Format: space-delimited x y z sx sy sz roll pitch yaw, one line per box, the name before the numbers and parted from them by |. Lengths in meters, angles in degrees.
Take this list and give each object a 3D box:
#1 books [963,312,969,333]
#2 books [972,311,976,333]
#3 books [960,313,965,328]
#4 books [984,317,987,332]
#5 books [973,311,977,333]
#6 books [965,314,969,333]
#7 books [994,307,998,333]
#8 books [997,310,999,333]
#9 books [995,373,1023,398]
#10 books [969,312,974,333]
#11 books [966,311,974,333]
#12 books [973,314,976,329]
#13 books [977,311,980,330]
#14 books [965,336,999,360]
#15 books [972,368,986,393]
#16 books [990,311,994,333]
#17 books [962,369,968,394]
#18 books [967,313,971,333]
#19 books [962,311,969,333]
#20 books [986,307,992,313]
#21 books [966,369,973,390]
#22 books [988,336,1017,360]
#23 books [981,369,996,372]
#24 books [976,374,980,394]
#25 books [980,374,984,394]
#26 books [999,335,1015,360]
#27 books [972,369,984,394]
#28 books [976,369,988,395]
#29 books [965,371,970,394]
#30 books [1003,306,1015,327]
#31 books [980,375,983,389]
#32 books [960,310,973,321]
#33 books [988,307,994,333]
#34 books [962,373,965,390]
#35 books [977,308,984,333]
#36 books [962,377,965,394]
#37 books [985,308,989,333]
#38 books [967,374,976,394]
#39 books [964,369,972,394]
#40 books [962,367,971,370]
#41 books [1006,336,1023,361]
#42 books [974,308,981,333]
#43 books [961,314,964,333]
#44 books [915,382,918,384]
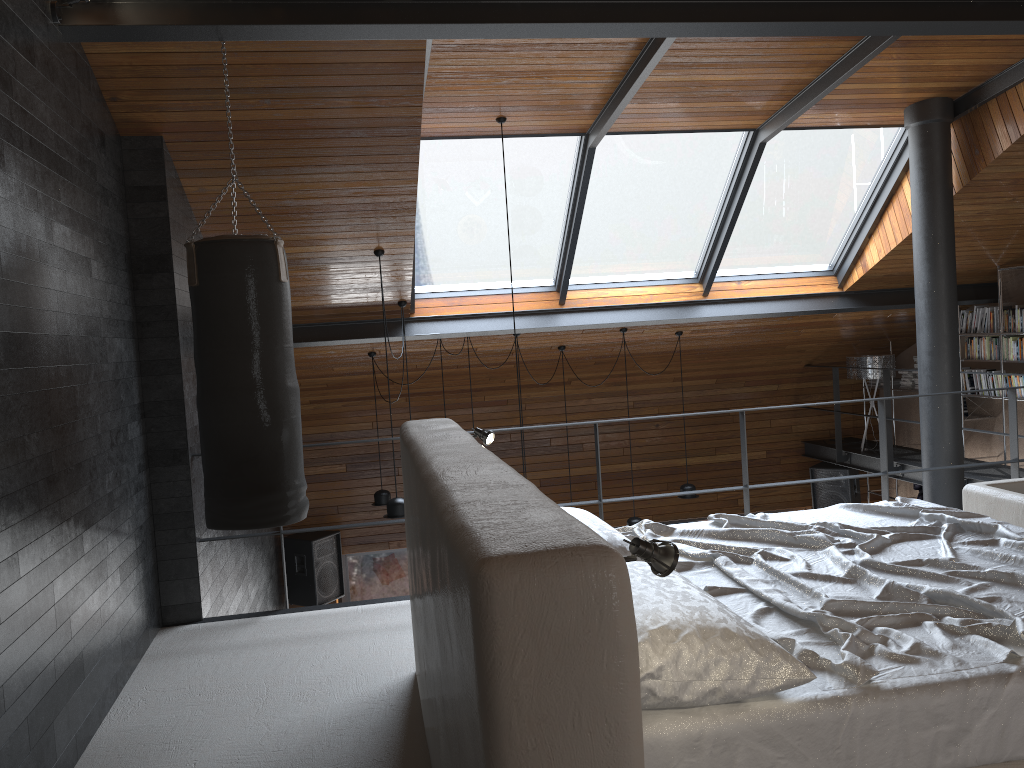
books | 4.414 -0.591 8.529 0.131 0.202 0.068 -4 3 -10
books | 4.433 -0.593 8.419 0.118 0.218 0.073 -4 3 -10
books | 4.387 -0.587 8.578 0.111 0.194 0.059 -4 3 -10
books | 4.474 -0.583 8.254 0.137 0.197 0.063 -4 3 -10
books | 4.447 -0.590 8.387 0.155 0.212 0.073 -4 3 -10
books | 4.423 -0.585 8.517 0.120 0.186 0.064 -4 3 -10
books | 4.497 -0.591 8.133 0.148 0.234 0.013 -4 3 -10
books | 4.488 -0.573 8.085 0.130 0.208 0.010 -4 3 -10
books | 4.541 0.014 7.927 0.139 0.211 0.467 -4 3 -10
books | 4.427 -0.587 8.458 0.123 0.201 0.071 -4 3 -10
books | 4.420 -0.595 8.486 0.133 0.215 0.070 -4 3 -9
books | 4.448 -0.584 8.409 0.137 0.197 0.063 -4 3 -10
books | 4.461 -0.590 8.345 0.164 0.214 0.066 -4 3 -9
books | 4.445 -0.343 8.383 0.130 0.216 0.311 -4 3 -10
books | 4.497 -0.027 8.505 0.143 0.236 0.062 -4 3 -10
books | 4.481 -0.575 8.183 0.143 0.199 0.019 -4 3 -10
books | 4.444 -0.028 8.590 0.143 0.235 0.055 -4 3 -10
books | 4.426 -0.584 8.476 0.126 0.194 0.064 -4 3 -10
books | 4.411 -0.597 8.542 0.137 0.213 0.068 -4 3 -10
books | 4.478 -0.600 8.270 0.148 0.229 0.073 -4 3 -10
books | 4.454 -0.024 8.531 0.148 0.233 0.053 -4 3 -10
books | 4.565 -0.317 7.765 0.138 0.212 1.040 -4 3 -9
books | 4.530 -0.022 8.395 0.148 0.233 0.053 -4 3 -10
books | 4.506 -0.007 8.454 0.139 0.201 0.057 -4 3 -10
books | 4.522 -0.008 8.404 0.149 0.205 0.049 -4 3 -10
books | 4.524 -0.335 8.101 0.143 0.218 0.020 -4 3 -10
books | 4.485 -0.023 8.472 0.148 0.233 0.053 -4 3 -10
books | 4.494 -0.021 8.424 0.148 0.233 0.053 -4 3 -10
books | 4.452 -0.019 8.546 0.141 0.221 0.055 -4 3 -10
books | 4.495 -0.584 8.027 0.129 0.231 0.010 -4 3 -10
books | 4.514 0.004 8.413 0.131 0.180 0.042 -4 3 -10
books | 4.392 -0.603 8.588 0.122 0.227 0.076 -4 3 -10
books | 4.478 -0.593 8.206 0.148 0.234 0.033 -4 3 -10
books | 4.445 -0.017 8.604 0.136 0.212 0.051 -4 3 -10
books | 4.441 -0.600 8.303 0.148 0.229 0.073 -4 3 -10
books | 4.440 -0.020 8.621 0.133 0.219 0.058 -4 3 -10
books | 4.470 -0.592 8.227 0.148 0.233 0.053 -4 3 -10
books | 4.456 -0.010 8.515 0.148 0.206 0.053 -4 3 -10
books | 4.460 -0.027 8.578 0.148 0.233 0.053 -4 3 -10
books | 4.431 -0.038 8.673 0.131 0.247 0.018 -4 3 -10
books | 4.549 -0.310 7.740 0.139 0.208 0.494 -4 3 -10
books | 4.433 -0.602 8.348 0.148 0.229 0.073 -4 3 -10
books | 4.407 -0.587 8.559 0.138 0.189 0.065 -4 3 -10
books | 4.364 -0.014 9.243 0.252 0.016 0.182 -4 3 -5
